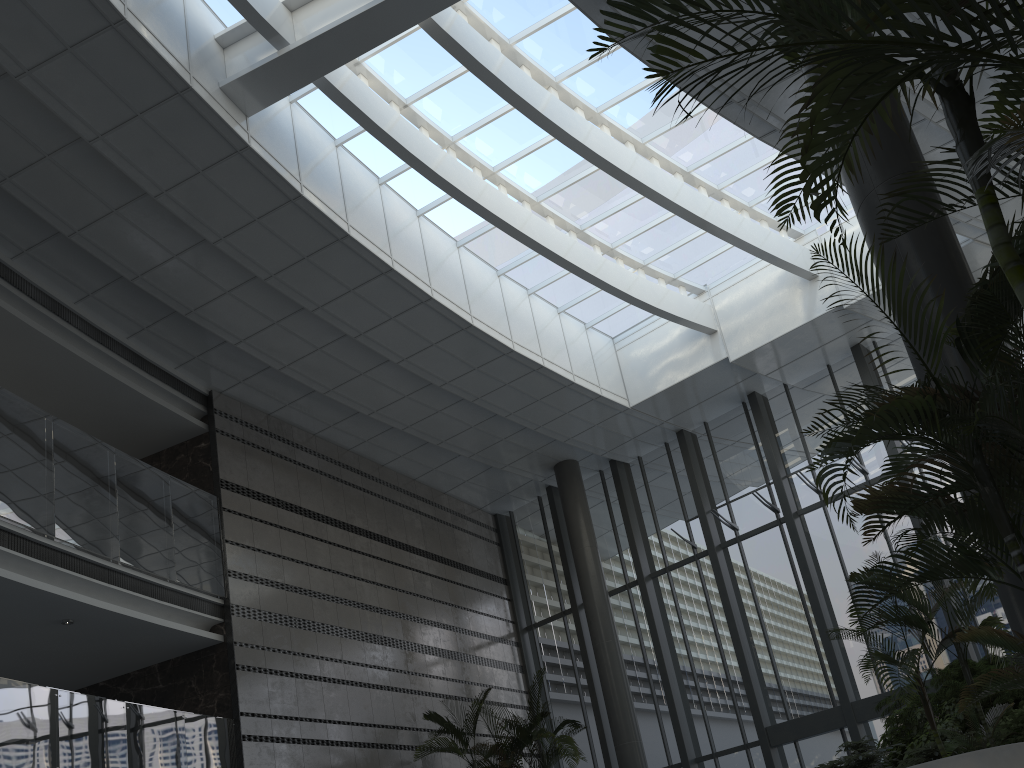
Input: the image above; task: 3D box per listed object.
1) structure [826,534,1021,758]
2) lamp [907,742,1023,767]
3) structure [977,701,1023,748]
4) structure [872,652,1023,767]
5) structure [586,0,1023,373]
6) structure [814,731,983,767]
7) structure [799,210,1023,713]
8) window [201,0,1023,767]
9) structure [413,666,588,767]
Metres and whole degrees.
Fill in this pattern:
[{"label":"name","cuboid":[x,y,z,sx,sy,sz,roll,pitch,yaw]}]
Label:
[{"label":"structure","cuboid":[3.226,2.610,5.991,1.428,3.137,1.327,-18,-22,16]},{"label":"lamp","cuboid":[2.748,2.906,4.777,0.838,1.515,0.923,-9,-22,-7]},{"label":"structure","cuboid":[4.108,3.149,6.013,1.582,1.927,1.725,-5,-25,-15]},{"label":"structure","cuboid":[5.078,4.138,8.670,3.318,2.680,4.004,12,-36,-39]},{"label":"structure","cuboid":[1.540,-0.294,1.749,2.454,4.221,2.773,-17,-23,12]},{"label":"structure","cuboid":[3.353,4.300,7.812,2.258,2.109,2.560,-20,-27,16]},{"label":"structure","cuboid":[2.241,1.000,3.278,1.665,3.380,2.233,-18,-23,15]},{"label":"window","cuboid":[-0.328,0.843,7.623,19.455,9.102,14.447,15,-37,-39]},{"label":"structure","cuboid":[0.112,6.354,12.067,2.643,4.222,2.577,-28,-28,35]}]
